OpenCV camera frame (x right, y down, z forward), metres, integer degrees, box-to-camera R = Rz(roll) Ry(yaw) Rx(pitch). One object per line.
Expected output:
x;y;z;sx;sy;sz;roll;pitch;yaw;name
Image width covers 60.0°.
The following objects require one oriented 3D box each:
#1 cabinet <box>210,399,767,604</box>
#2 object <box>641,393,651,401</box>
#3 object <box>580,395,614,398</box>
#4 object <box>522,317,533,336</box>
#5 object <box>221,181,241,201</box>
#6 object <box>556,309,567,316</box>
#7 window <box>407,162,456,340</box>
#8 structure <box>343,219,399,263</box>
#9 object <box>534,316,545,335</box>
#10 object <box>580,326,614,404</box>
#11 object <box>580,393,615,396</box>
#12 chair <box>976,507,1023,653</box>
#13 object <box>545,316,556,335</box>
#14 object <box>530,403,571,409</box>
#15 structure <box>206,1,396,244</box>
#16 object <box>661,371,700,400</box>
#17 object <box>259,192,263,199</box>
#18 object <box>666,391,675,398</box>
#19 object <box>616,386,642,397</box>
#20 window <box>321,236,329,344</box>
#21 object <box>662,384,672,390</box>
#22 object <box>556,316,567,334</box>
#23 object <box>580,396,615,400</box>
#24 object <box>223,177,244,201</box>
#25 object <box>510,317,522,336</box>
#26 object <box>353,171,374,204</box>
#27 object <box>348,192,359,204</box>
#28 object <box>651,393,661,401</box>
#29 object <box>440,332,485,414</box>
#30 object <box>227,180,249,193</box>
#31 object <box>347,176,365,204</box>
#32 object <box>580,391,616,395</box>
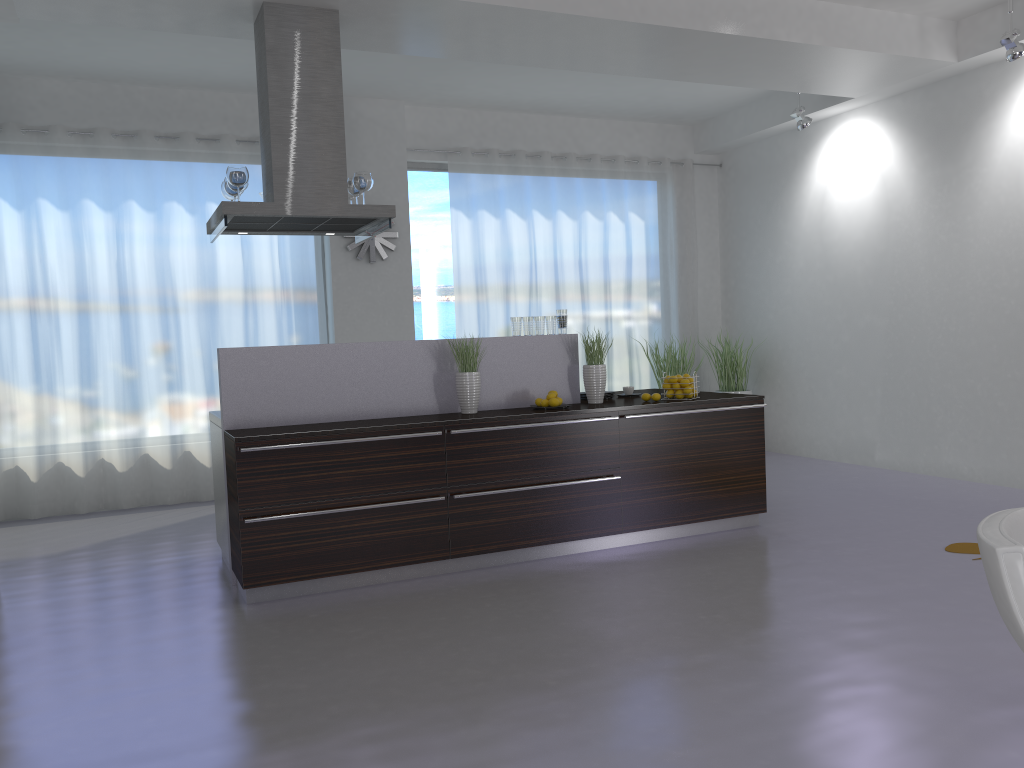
-0.117;0.577;5.655;3.285;0.852;1.377;-4;3;-24;cabinet
0.852;0.084;5.627;0.063;0.051;0.053;0;4;35;object
0.570;0.083;6.018;0.232;0.020;0.232;-3;3;-15;object
0.101;-0.364;5.594;0.072;0.119;0.071;-2;3;16;object
-1.727;-1.135;5.470;0.125;0.221;0.125;-2;3;1;object
0.321;-0.417;5.690;0.072;0.119;0.071;-2;3;16;object
0.330;-0.945;9.097;3.000;2.500;0.100;-4;3;-24;window
-1.269;-1.346;7.998;0.505;0.505;0.076;-4;3;-24;structure
0.175;-0.369;5.627;0.072;0.119;0.071;-2;3;16;object
0.542;-0.128;5.607;0.247;0.502;0.269;-1;3;19;object
0.570;0.073;6.017;0.232;0.020;0.232;-3;3;-20;object
1.406;0.726;2.000;0.620;0.805;0.508;0;4;36;chair
0.249;-0.374;5.659;0.072;0.119;0.071;-2;3;16;object
0.235;0.138;5.382;0.232;0.020;0.232;-3;3;-15;object
-1.342;-1.524;5.427;0.981;1.231;0.915;-4;3;-24;structure
1.084;0.008;5.711;0.207;0.174;0.189;-1;3;31;object
-1.542;-1.129;5.665;0.137;0.174;0.137;-1;3;31;object
1.025;0.066;5.738;0.061;0.053;0.053;-1;3;19;object
0.807;0.054;6.134;0.153;0.069;0.153;0;4;39;object
-3.090;-0.726;7.575;3.000;2.500;0.100;-4;3;-24;window
0.994;0.016;5.688;0.063;0.051;0.053;0;4;35;object
0.322;-0.378;5.692;0.072;0.119;0.071;-2;3;16;object
0.570;0.093;6.018;0.232;0.020;0.232;-3;3;-15;object
-1.667;-1.130;5.336;0.125;0.221;0.125;-2;3;1;object
0.028;-0.359;5.561;0.071;0.119;0.072;-1;3;26;object
-0.897;-1.164;5.359;0.125;0.221;0.125;-2;3;1;object
-1.022;-1.173;5.637;0.125;0.221;0.125;-2;3;1;object
0.910;0.083;5.599;0.063;0.051;0.053;-3;3;-20;object
-0.259;-0.075;5.224;0.269;0.502;0.247;-4;3;-24;object
-1.602;-1.126;5.192;0.125;0.221;0.125;-2;3;1;object
-0.962;-1.168;5.502;0.125;0.221;0.125;-2;3;1;object
0.379;0.008;6.016;0.646;0.147;0.269;-2;3;1;object
